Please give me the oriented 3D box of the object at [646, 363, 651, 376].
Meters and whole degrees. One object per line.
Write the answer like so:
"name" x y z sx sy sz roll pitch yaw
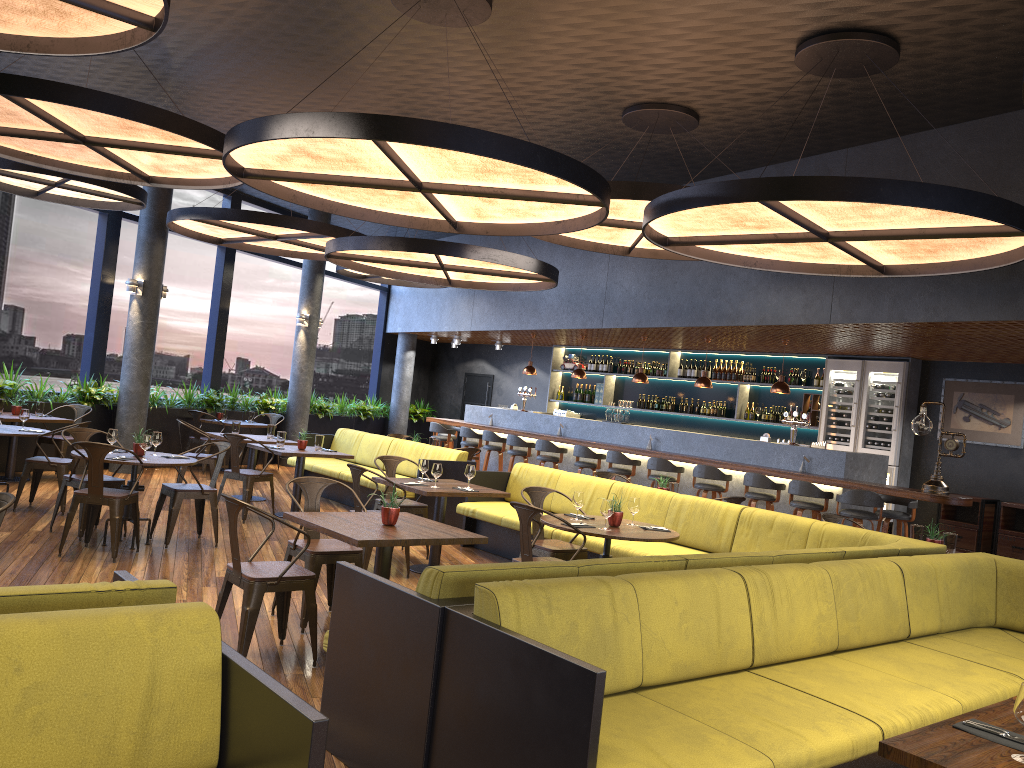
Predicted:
"object" 2.376 -0.246 15.389 0.088 0.224 0.088 5 -1 45

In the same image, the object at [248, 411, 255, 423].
"object" -4.125 0.529 14.028 0.102 0.178 0.102 5 -1 42

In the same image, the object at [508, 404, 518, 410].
"object" 0.237 0.437 16.469 0.766 0.106 0.200 7 -1 -40

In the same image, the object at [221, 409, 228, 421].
"object" -4.469 0.487 13.782 0.102 0.178 0.102 6 -1 32

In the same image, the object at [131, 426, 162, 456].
"object" -3.181 0.482 7.614 0.260 0.271 0.238 6 -1 -1

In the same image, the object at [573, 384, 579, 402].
"object" 1.202 0.166 16.537 0.094 0.340 0.094 7 -1 -17

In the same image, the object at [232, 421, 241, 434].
"object" -3.441 0.556 11.054 0.102 0.178 0.102 6 -1 26

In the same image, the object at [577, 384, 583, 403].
"object" 1.275 0.173 16.470 0.094 0.340 0.094 7 -1 -26

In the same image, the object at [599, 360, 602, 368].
"object" 1.643 -0.357 16.231 0.085 0.310 0.086 6 -1 -12

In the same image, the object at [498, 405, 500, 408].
"object" -0.237 0.402 16.011 0.042 0.059 0.042 7 -1 -42

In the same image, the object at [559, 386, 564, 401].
"object" 0.960 0.179 16.956 0.079 0.281 0.079 7 -1 -36

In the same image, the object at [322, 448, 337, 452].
"object" -2.128 0.767 10.284 0.157 0.019 0.255 7 -1 -40

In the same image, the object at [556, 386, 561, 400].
"object" 0.900 0.173 17.024 0.079 0.281 0.079 7 -1 -21

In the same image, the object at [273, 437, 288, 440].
"object" -2.949 0.693 11.279 0.157 0.019 0.255 7 -1 -40

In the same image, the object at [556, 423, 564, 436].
"object" 0.754 0.704 13.802 0.114 0.203 0.069 6 -1 11

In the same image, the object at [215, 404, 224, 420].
"object" -4.633 0.427 14.043 0.260 0.271 0.238 7 -1 -38

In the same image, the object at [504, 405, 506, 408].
"object" -0.132 0.415 16.105 0.042 0.059 0.042 7 -1 -42

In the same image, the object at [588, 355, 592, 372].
"object" 1.450 -0.377 16.324 0.085 0.310 0.086 6 -1 -6

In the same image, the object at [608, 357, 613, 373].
"object" 1.779 -0.329 15.930 0.083 0.301 0.083 7 -1 -32

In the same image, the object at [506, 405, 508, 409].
"object" -0.093 0.420 16.137 0.042 0.059 0.042 7 -1 -42

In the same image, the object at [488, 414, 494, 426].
"object" -0.359 0.604 15.132 0.114 0.203 0.069 6 -1 8

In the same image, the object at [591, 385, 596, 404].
"object" 1.510 0.197 16.363 0.094 0.340 0.094 7 -1 -17

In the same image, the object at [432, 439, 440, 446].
"object" -1.017 0.832 11.850 0.102 0.178 0.102 6 -1 36

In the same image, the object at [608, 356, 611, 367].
"object" 1.776 -0.345 16.078 0.085 0.310 0.086 6 -1 1

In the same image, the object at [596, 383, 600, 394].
"object" 1.591 0.084 16.138 0.080 0.192 0.098 7 -1 -40

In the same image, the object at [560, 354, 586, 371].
"object" 1.155 -0.405 16.787 0.229 0.319 0.579 7 -1 -40

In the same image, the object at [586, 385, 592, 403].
"object" 1.417 0.186 16.314 0.094 0.340 0.094 6 -1 0

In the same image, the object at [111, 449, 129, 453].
"object" -3.476 0.583 7.772 0.255 0.019 0.157 6 -1 29

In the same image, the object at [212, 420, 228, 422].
"object" -4.503 0.561 13.616 0.255 0.019 0.157 6 -1 26

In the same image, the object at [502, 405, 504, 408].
"object" -0.160 0.411 16.062 0.042 0.059 0.042 7 -1 -42

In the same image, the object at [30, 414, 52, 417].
"object" -5.732 0.383 10.829 0.255 0.019 0.157 6 -1 26

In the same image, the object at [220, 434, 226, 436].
"object" -3.477 0.629 10.880 0.157 0.019 0.255 7 -1 -40

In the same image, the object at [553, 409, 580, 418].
"object" 0.942 0.754 16.612 0.550 0.569 0.355 7 -1 -40

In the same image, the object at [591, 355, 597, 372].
"object" 1.507 -0.372 16.251 0.085 0.310 0.086 6 -1 -12

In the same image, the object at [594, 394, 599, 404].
"object" 1.569 0.276 16.134 0.080 0.192 0.098 7 -1 -40

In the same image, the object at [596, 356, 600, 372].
"object" 1.582 -0.363 16.307 0.085 0.310 0.086 7 -1 -29

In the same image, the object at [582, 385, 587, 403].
"object" 1.371 0.184 16.516 0.094 0.340 0.094 7 -1 -17

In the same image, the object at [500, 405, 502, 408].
"object" -0.200 0.406 16.041 0.042 0.059 0.042 7 -1 -42

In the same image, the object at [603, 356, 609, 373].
"object" 1.703 -0.354 16.017 0.085 0.310 0.086 6 -1 -6

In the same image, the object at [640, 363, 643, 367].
"object" 2.252 -0.255 15.473 0.068 0.217 0.068 7 -1 -20

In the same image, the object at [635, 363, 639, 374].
"object" 2.176 -0.264 15.420 0.068 0.217 0.068 5 -1 40

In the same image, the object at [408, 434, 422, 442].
"object" -1.286 0.756 11.848 0.238 0.271 0.260 7 -1 -34

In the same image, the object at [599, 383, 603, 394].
"object" 1.654 0.090 16.059 0.080 0.192 0.098 7 -1 -40

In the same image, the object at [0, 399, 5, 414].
"object" -6.023 0.264 10.416 0.102 0.178 0.102 6 -1 32

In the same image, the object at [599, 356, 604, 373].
"object" 1.639 -0.360 16.098 0.085 0.310 0.086 7 -1 -21

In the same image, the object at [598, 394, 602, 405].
"object" 1.633 0.281 16.056 0.080 0.192 0.098 7 -1 -40

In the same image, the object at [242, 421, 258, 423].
"object" -4.178 0.606 14.195 0.255 0.019 0.157 6 -1 26

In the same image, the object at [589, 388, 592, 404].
"object" 1.434 0.190 16.441 0.094 0.340 0.094 7 -1 -30

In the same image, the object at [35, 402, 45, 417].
"object" -5.679 0.306 10.662 0.102 0.178 0.102 5 -1 42

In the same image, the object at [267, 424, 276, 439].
"object" -3.028 0.602 11.140 0.102 0.178 0.102 6 -1 26

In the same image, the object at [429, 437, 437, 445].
"object" -1.104 0.830 12.265 0.102 0.178 0.102 6 -1 -4

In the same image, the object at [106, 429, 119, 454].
"object" -3.428 0.491 7.603 0.097 0.206 0.097 6 -1 2

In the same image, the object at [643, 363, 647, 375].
"object" 2.289 -0.257 15.328 0.088 0.224 0.088 5 -1 45

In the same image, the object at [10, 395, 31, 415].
"object" -5.889 0.235 10.573 0.260 0.271 0.238 7 -1 -24
